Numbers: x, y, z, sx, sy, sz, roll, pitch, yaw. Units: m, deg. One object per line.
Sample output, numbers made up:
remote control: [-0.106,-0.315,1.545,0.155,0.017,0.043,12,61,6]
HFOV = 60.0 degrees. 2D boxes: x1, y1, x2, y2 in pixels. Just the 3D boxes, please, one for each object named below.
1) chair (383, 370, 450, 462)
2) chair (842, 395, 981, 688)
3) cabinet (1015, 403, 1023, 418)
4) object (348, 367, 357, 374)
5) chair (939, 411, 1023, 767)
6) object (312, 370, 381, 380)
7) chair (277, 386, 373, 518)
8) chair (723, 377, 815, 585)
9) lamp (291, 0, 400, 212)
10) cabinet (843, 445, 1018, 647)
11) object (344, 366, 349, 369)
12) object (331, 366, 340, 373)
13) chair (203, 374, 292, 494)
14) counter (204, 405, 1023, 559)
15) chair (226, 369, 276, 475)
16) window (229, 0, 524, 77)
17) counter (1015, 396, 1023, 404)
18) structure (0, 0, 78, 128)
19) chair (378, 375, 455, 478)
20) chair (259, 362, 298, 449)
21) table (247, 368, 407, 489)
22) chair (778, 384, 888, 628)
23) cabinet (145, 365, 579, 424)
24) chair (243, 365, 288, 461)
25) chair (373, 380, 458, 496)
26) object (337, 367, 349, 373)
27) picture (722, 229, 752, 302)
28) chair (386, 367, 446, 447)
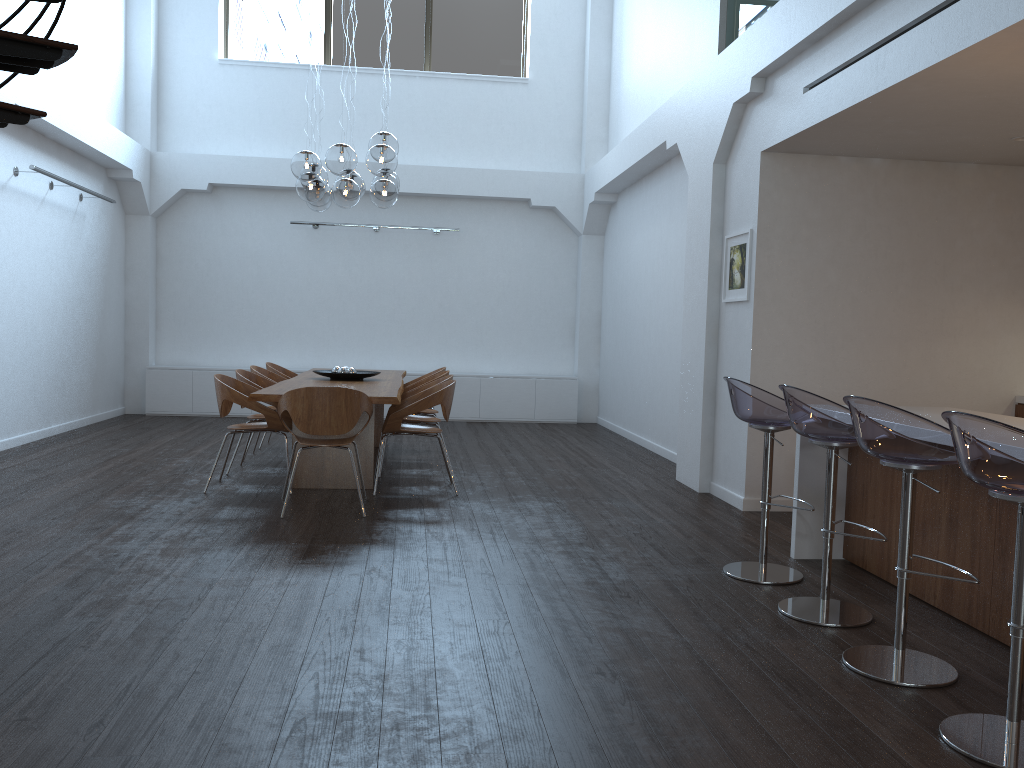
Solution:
chair: [-0.880,0.283,8.222,0.618,0.833,0.629,1,3,-7]
chair: [1.467,0.554,3.294,0.481,1.014,0.530,1,3,-9]
cabinet: [4.264,-0.133,3.817,0.598,2.499,5.299,1,3,-7]
object: [-1.408,-0.097,7.768,0.100,0.100,0.100,4,4,38]
chair: [1.538,0.593,2.669,0.481,1.014,0.530,2,3,-5]
object: [-1.444,-0.075,7.758,0.592,0.066,0.592,5,4,41]
chair: [-1.238,0.411,5.875,0.629,0.833,0.618,1,3,-12]
chair: [1.312,0.475,4.551,0.481,1.014,0.530,2,3,-5]
lamp: [-1.330,-2.492,7.305,0.849,2.140,1.787,1,3,-8]
cabinet: [2.276,0.716,2.713,0.898,0.796,4.493,1,3,-7]
object: [-1.474,-0.106,7.846,0.100,0.100,0.100,4,4,38]
object: [-1.532,-0.106,7.763,0.100,0.100,0.100,4,4,38]
chair: [-1.900,0.348,6.560,0.617,0.830,0.629,1,3,-7]
counter: [1.185,0.570,4.218,3.039,0.860,8.182,-1,4,-36]
chair: [-1.981,0.302,7.322,0.618,0.833,0.629,1,3,-5]
window: [-1.819,-4.899,12.095,3.970,1.308,0.005,1,3,-7]
counter: [4.199,0.253,4.295,0.600,0.050,4.387,1,3,-7]
structure: [-2.474,-1.209,2.793,1.998,4.352,1.998,5,5,44]
chair: [-0.794,0.330,7.465,0.618,0.833,0.629,1,3,-7]
chair: [-2.161,0.206,8.852,0.618,0.833,0.629,1,3,-7]
table: [-1.458,0.332,7.787,1.012,0.750,3.803,1,3,-6]
chair: [1.411,0.515,3.928,0.481,1.014,0.530,1,3,-9]
cabinet: [-1.914,0.141,11.827,5.580,0.626,0.478,1,3,-7]
chair: [-2.086,0.254,8.077,0.618,0.833,0.629,1,3,-7]
chair: [-0.723,0.378,6.689,0.618,0.833,0.629,1,3,-9]
object: [-1.466,-0.099,7.686,0.100,0.100,0.100,4,4,38]
picture: [1.643,-0.855,6.485,0.018,0.500,0.500,1,3,-7]
chair: [-0.967,0.235,8.984,0.618,0.833,0.629,1,3,-7]
